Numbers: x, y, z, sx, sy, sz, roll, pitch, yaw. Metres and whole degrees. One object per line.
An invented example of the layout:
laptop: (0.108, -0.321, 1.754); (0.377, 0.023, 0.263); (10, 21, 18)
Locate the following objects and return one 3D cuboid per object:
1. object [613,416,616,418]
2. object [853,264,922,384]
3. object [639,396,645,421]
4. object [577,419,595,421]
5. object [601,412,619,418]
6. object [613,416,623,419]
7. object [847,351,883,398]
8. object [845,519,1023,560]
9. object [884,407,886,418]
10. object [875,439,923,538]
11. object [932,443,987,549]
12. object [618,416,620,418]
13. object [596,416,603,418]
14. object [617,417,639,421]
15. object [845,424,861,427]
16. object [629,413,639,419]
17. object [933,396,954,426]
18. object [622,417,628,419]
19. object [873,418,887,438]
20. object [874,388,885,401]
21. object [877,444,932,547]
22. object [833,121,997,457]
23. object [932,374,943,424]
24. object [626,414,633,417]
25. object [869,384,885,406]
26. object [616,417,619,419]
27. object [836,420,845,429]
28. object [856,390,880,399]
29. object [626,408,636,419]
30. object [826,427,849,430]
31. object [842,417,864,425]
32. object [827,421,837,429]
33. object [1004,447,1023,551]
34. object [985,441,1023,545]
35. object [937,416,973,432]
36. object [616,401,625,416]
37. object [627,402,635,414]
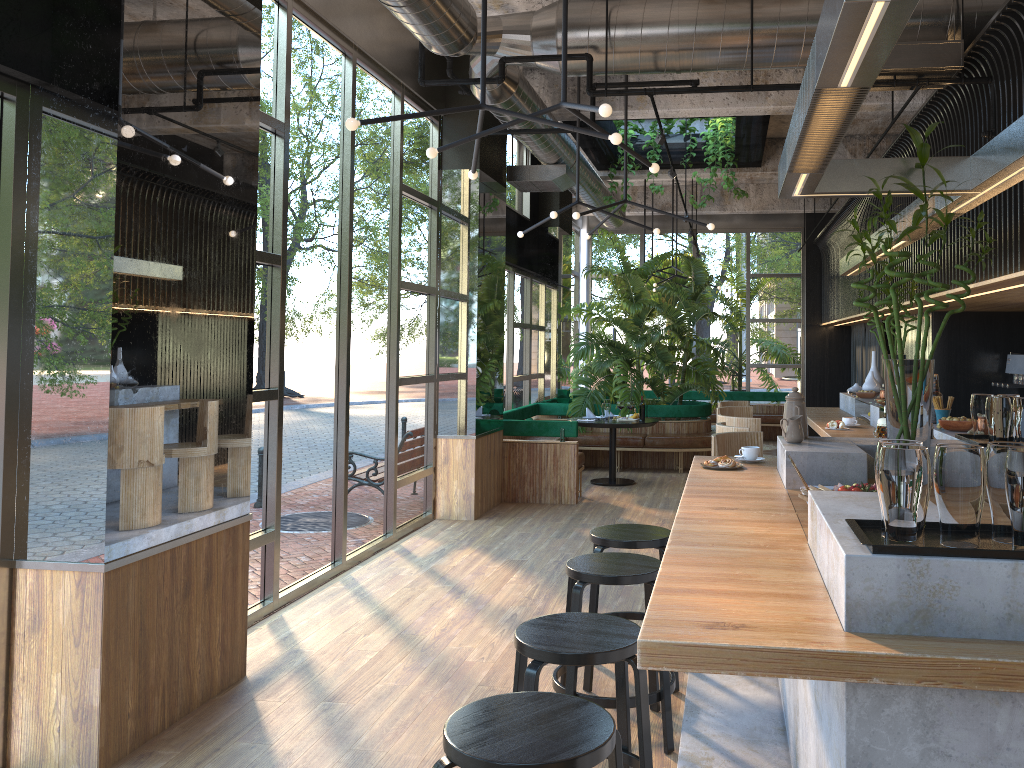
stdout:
object: (1.247, 0.406, 10.763); (0.023, 0.025, 0.048); (1, 1, 30)
object: (3.255, -0.509, 7.633); (0.612, 1.551, 0.641); (2, -2, -40)
object: (1.526, 0.286, 10.413); (0.066, 0.299, 0.071); (0, -2, 28)
object: (0.890, 0.421, 10.412); (0.251, 0.019, 0.160); (1, 2, 10)
object: (1.210, 0.345, 10.962); (0.235, 0.139, 0.230); (0, 1, -5)
object: (1.292, 0.406, 10.729); (0.095, 0.028, 0.132); (1, 2, 26)
object: (3.092, -0.085, 7.659); (0.329, 0.398, 0.306); (1, -1, -30)
object: (0.943, 0.327, 1.875); (0.431, 0.019, 0.277); (1, 2, 10)
object: (2.248, 0.239, 5.277); (0.071, 0.232, 0.078); (-1, -3, 44)
object: (0.842, 0.229, 1.927); (0.102, 0.209, 0.109); (0, -1, 26)
object: (0.934, 0.233, 1.852); (0.102, 0.209, 0.109); (0, -1, 26)
object: (1.281, 0.406, 10.665); (0.032, 0.032, 0.038); (1, 0, 9)
object: (1.023, 0.401, 10.912); (0.164, 0.019, 0.245); (-1, 3, -28)
object: (1.408, 0.418, 10.567); (0.232, 0.019, 0.364); (1, 3, 22)
object: (2.433, 0.300, 6.407); (0.159, 0.020, 0.162); (1, 2, 8)
object: (1.453, 0.377, 10.556); (0.098, 0.064, 0.165); (0, 2, -17)
object: (2.316, 0.145, 4.784); (0.107, 0.162, 0.103); (1, -1, -44)
object: (1.352, 0.401, 10.572); (0.100, 0.013, 0.226); (1, 2, 17)
object: (2.135, 0.277, 5.069); (0.110, 0.172, 0.138); (0, 0, 6)
object: (2.937, 0.083, 7.050); (0.160, 0.107, 0.086); (0, 0, -33)
object: (0.805, 0.233, 1.822); (0.102, 0.209, 0.109); (0, -1, 26)
object: (1.651, -0.358, 3.673); (0.658, 1.551, 0.598); (0, -2, 16)
object: (2.361, 0.081, 4.951); (0.078, 0.277, 0.071); (2, -3, -43)
object: (1.450, 0.386, 10.661); (0.064, 0.038, 0.192); (-1, 2, -44)
object: (2.841, 0.078, 6.803); (0.205, 0.134, 0.823); (1, 2, 20)
object: (1.259, 0.410, 10.575); (0.032, 0.031, 0.040); (1, 1, 36)
object: (2.299, 0.283, 6.237); (0.072, 0.060, 0.127); (0, 2, -18)
object: (2.967, 0.084, 7.424); (0.186, 0.073, 0.234); (2, 2, 31)
object: (1.405, 0.350, 10.472); (0.141, 0.124, 0.099); (0, 0, -8)
object: (2.283, 0.313, 6.235); (0.162, 0.005, 0.172); (1, 3, 23)
object: (2.453, 0.272, 6.403); (0.134, 0.064, 0.109); (0, 1, -10)
object: (2.244, 0.283, 6.230); (0.060, 0.059, 0.074); (1, 1, 2)
object: (1.046, 0.237, 1.782); (0.105, 0.209, 0.106); (0, -1, 6)
object: (1.066, 0.232, 1.896); (0.105, 0.209, 0.106); (0, -1, 6)
object: (2.263, 0.199, 4.528); (0.186, 0.073, 0.234); (2, 2, 31)
object: (1.328, 0.314, 10.862); (0.102, 0.201, 0.102); (1, -1, 0)
object: (1.445, 0.318, 10.800); (0.102, 0.201, 0.102); (1, -1, 0)
